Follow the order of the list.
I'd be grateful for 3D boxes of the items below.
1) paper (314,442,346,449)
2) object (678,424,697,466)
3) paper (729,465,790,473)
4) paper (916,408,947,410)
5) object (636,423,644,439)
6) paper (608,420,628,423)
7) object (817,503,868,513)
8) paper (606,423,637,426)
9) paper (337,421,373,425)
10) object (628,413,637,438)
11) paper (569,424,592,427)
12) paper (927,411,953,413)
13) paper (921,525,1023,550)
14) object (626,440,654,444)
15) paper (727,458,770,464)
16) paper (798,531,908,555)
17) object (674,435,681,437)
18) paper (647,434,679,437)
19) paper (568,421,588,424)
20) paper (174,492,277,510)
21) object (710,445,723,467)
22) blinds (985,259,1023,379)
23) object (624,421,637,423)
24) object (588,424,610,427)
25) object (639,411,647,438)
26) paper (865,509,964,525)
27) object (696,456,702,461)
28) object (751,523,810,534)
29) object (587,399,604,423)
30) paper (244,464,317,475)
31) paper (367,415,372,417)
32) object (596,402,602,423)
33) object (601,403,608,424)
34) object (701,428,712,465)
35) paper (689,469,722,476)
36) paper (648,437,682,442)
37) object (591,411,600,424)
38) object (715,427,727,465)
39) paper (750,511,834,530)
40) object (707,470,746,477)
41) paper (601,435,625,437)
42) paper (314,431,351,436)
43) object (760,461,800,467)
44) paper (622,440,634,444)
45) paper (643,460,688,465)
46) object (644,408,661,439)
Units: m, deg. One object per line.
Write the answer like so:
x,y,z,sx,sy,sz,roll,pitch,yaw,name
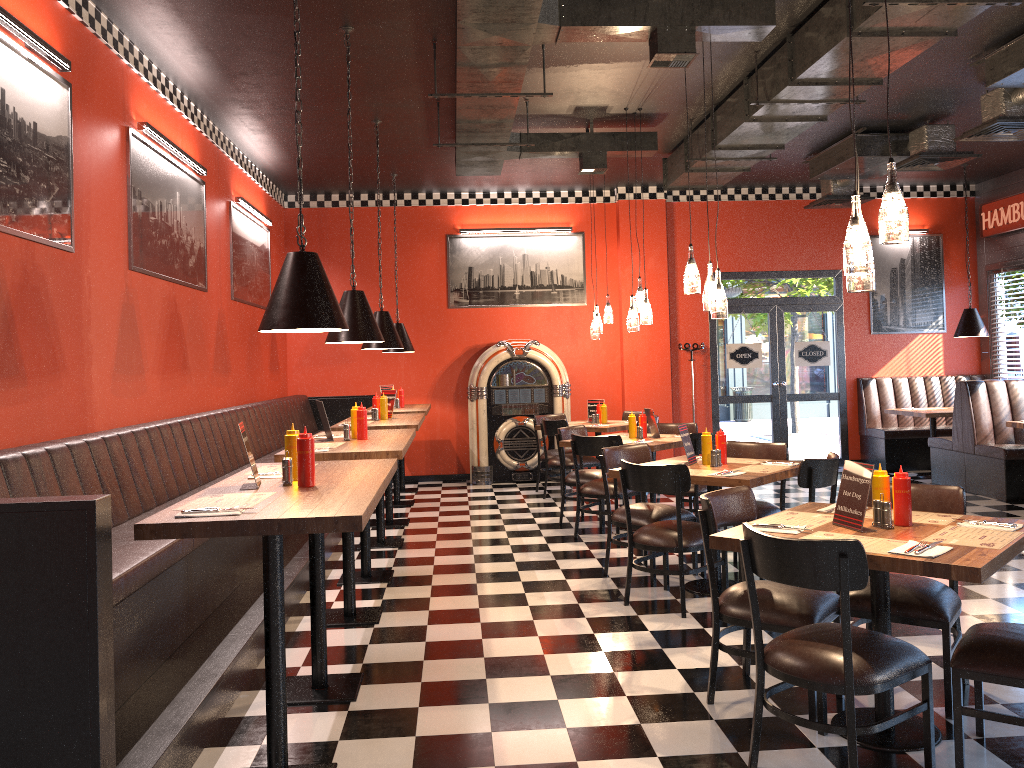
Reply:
-1.160,0.370,5.323,0.261,0.001,0.365,-2,1,-1,paper
1.143,0.393,5.771,0.072,0.257,0.188,-2,-1,26,object
1.519,0.519,5.418,0.261,0.001,0.365,-1,2,39,paper
5.033,0.298,10.726,0.365,0.001,0.261,-2,1,-4,paper
1.114,0.410,7.735,0.047,0.136,0.093,-1,0,-14,object
1.160,0.423,10.031,0.365,0.001,0.261,0,2,41,paper
1.447,0.547,3.900,0.157,0.019,0.255,0,2,42,object
1.172,0.433,9.566,0.261,0.001,0.365,0,2,40,paper
-1.312,0.326,7.460,0.261,0.001,0.365,-2,1,-1,paper
1.062,0.358,7.821,0.068,0.238,0.068,-2,-1,2,object
0.727,0.447,9.521,0.365,0.001,0.261,0,2,41,paper
4.970,0.314,10.091,0.365,0.001,0.261,-2,1,-7,paper
1.701,0.563,3.268,0.261,0.001,0.365,0,2,41,paper
1.075,0.478,7.379,0.157,0.019,0.255,0,2,43,object
1.499,0.509,5.883,0.365,0.001,0.261,-1,2,40,paper
1.239,0.577,3.231,0.365,0.001,0.261,0,2,44,paper
1.526,0.456,7.791,0.255,0.019,0.157,0,2,44,object
1.311,0.465,8.007,0.365,0.001,0.261,-1,2,40,paper
0.685,0.437,9.982,0.261,0.001,0.365,0,2,43,paper
-1.013,0.416,3.159,0.261,0.001,0.365,-2,1,-1,paper
1.292,0.454,5.612,0.094,0.136,0.046,-1,-1,-44,object
6.250,-0.694,10.515,0.099,1.636,1.868,-2,0,-4,blinds
1.333,0.416,9.759,0.255,0.019,0.157,0,2,42,object
0.927,0.436,9.378,0.157,0.019,0.255,0,2,45,object
1.156,0.355,7.826,0.068,0.238,0.068,-2,-1,2,object
1.660,0.554,3.714,0.365,0.001,0.261,0,2,41,paper
1.294,0.503,6.004,0.157,0.019,0.255,-1,2,34,object
1.068,0.567,3.506,0.255,0.019,0.157,-1,2,36,object
0.944,0.303,9.943,0.188,0.257,0.072,-2,-1,6,object
-1.067,0.396,4.117,0.261,0.001,0.365,-2,1,-1,paper
-1.373,0.306,8.377,0.261,0.001,0.365,-2,1,-1,paper
0.972,0.314,9.841,0.068,0.238,0.068,-1,-1,-7,object
1.016,0.315,9.758,0.068,0.238,0.068,-1,-1,-7,object
1.256,0.401,5.711,0.068,0.238,0.068,-2,-1,2,object
1.074,0.533,5.365,0.365,0.001,0.261,-1,2,40,paper
1.360,0.474,7.562,0.261,0.001,0.365,0,2,40,paper
0.921,0.369,9.765,0.093,0.136,0.046,-2,-1,-4,object
1.349,0.398,5.715,0.068,0.238,0.068,-2,-1,2,object
1.195,0.567,3.706,0.261,0.001,0.365,0,2,41,paper
1.277,0.522,5.225,0.157,0.019,0.255,0,2,44,object
0.846,0.479,7.990,0.261,0.001,0.365,0,2,40,paper
-1.246,0.351,6.286,0.261,0.001,0.365,-2,1,-1,paper
1.676,0.501,5.614,0.255,0.019,0.157,0,2,41,object
0.899,0.488,7.516,0.365,0.001,0.261,0,2,43,paper
1.024,0.523,5.826,0.261,0.001,0.365,0,2,42,paper
1.236,0.344,7.809,0.072,0.257,0.188,-1,0,-14,object
